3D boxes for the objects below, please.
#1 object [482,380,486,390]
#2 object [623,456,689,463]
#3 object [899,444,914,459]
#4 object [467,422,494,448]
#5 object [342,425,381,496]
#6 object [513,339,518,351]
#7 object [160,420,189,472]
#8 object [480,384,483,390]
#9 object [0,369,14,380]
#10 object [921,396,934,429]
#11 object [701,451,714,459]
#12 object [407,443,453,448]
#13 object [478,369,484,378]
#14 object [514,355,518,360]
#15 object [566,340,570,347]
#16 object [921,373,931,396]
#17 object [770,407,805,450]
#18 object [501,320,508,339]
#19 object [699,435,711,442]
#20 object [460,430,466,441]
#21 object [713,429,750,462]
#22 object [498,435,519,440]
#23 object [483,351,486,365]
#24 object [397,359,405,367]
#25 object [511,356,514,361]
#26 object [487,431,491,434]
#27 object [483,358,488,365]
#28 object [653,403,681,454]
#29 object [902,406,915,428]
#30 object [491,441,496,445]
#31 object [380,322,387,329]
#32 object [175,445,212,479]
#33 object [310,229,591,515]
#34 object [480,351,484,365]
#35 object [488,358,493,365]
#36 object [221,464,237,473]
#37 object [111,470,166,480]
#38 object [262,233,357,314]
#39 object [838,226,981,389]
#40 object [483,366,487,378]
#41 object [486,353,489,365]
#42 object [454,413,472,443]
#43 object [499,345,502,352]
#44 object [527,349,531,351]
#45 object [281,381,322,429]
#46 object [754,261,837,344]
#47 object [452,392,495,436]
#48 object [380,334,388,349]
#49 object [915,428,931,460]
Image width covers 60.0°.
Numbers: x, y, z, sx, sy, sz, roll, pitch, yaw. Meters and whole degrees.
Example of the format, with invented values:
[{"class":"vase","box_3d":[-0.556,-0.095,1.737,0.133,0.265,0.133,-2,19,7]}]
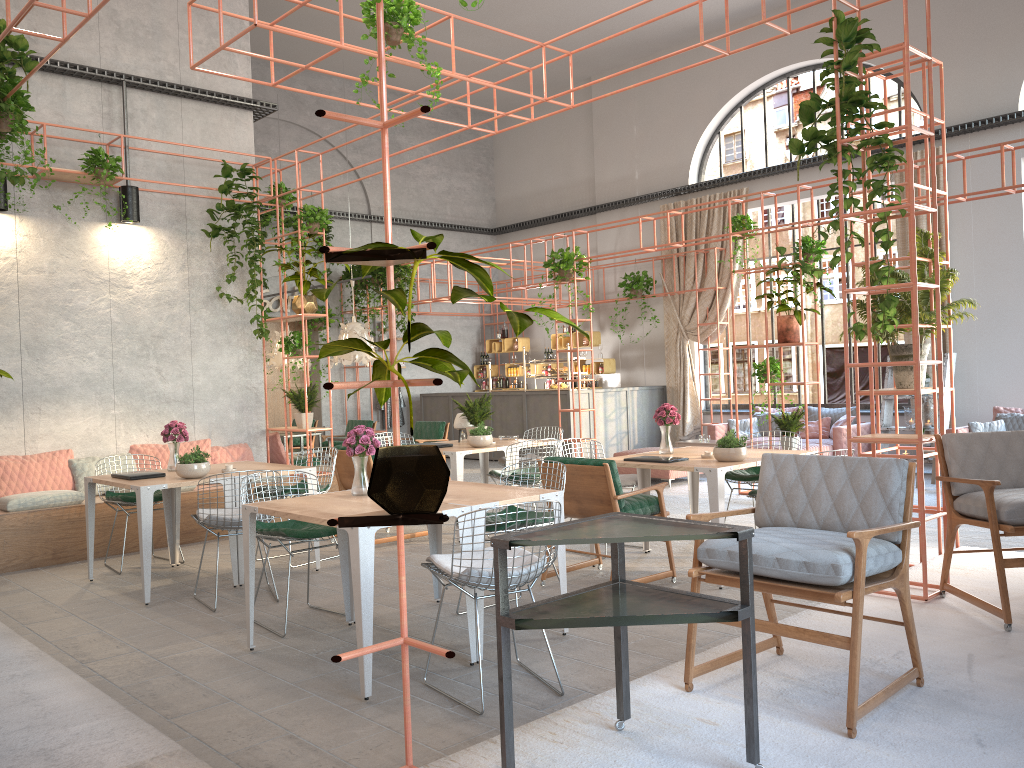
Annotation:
[{"class":"object","box_3d":[-0.590,0.016,18.751,0.070,0.209,0.070,-2,1,37]},{"class":"object","box_3d":[1.092,0.577,6.728,0.268,0.031,0.427,-3,1,-43]},{"class":"object","box_3d":[5.362,0.855,12.088,0.208,0.320,0.192,-3,1,-37]},{"class":"object","box_3d":[-0.311,0.484,8.524,0.248,0.247,0.254,-3,1,-43]},{"class":"object","box_3d":[-0.883,0.449,5.230,0.225,0.414,0.213,-2,1,40]},{"class":"object","box_3d":[0.095,-0.796,18.138,0.137,0.261,0.137,-2,0,-7]},{"class":"object","box_3d":[-2.746,0.503,7.239,0.225,0.414,0.213,-2,1,40]},{"class":"object","box_3d":[-0.639,0.057,18.823,0.073,0.131,0.073,-2,0,-18]},{"class":"object","box_3d":[-4.772,0.051,7.499,0.934,0.919,0.903,-2,0,19]},{"class":"object","box_3d":[5.611,0.380,11.962,0.216,0.430,0.219,-2,1,41]},{"class":"object","box_3d":[1.502,0.538,6.775,0.115,0.073,0.115,-2,1,41]},{"class":"object","box_3d":[-0.815,0.608,8.756,0.268,0.031,0.427,-3,1,-43]},{"class":"object","box_3d":[-0.648,-0.223,18.844,0.131,0.207,0.131,-2,0,2]},{"class":"object","box_3d":[0.077,-0.502,18.055,0.083,0.159,0.083,-2,1,-34]},{"class":"object","box_3d":[1.099,-0.765,16.967,0.123,0.142,0.141,-3,1,-43]},{"class":"object","box_3d":[5.621,-0.071,12.155,0.212,0.457,0.217,-2,1,-26]},{"class":"object","box_3d":[3.204,0.523,10.228,0.438,0.527,0.368,-3,1,-43]},{"class":"object","box_3d":[-0.149,-1.133,18.447,0.134,0.386,0.134,-2,0,-9]},{"class":"object","box_3d":[2.789,0.822,12.974,0.199,0.145,0.156,-2,1,-28]},{"class":"object","box_3d":[-0.441,0.527,9.416,0.210,0.154,0.165,-2,1,37]},{"class":"object","box_3d":[1.595,0.453,6.497,0.247,0.247,0.252,-3,1,-43]},{"class":"object","box_3d":[-0.034,0.565,9.344,0.218,0.041,0.218,-3,1,-34]},{"class":"object","box_3d":[-0.584,-0.550,18.855,0.066,0.291,0.066,-3,1,-36]},{"class":"object","box_3d":[-2.245,-0.413,17.619,0.219,0.149,0.129,-3,1,-43]},{"class":"object","box_3d":[0.015,-0.501,18.122,0.083,0.159,0.083,-2,1,-34]},{"class":"object","box_3d":[-0.269,0.535,9.283,0.095,0.119,0.095,-2,0,-19]},{"class":"object","box_3d":[-0.554,-0.478,18.735,0.115,0.147,0.115,-2,0,2]},{"class":"object","box_3d":[1.264,0.363,7.224,0.225,0.414,0.213,-2,1,40]},{"class":"object","box_3d":[5.476,0.450,12.157,0.223,0.297,0.223,-2,1,-24]},{"class":"object","box_3d":[-0.220,0.565,8.821,0.115,0.078,0.115,-3,1,-37]},{"class":"object","box_3d":[-2.522,-1.154,17.367,0.133,0.145,0.133,-2,0,9]},{"class":"object","box_3d":[-2.378,0.578,6.604,0.248,0.247,0.254,-3,1,-43]},{"class":"object","box_3d":[-0.257,-0.055,2.707,0.934,0.923,0.903,-2,0,14]},{"class":"object","box_3d":[-0.640,-0.547,18.802,0.066,0.291,0.066,-2,0,17]},{"class":"object","box_3d":[-0.457,-0.482,18.824,0.115,0.147,0.115,-2,0,2]},{"class":"object","box_3d":[-2.222,0.657,6.961,0.115,0.078,0.115,-3,1,-37]},{"class":"object","box_3d":[-2.882,0.703,6.836,0.268,0.031,0.427,-3,1,-43]},{"class":"object","box_3d":[-2.243,-1.239,9.843,0.934,0.947,0.903,-2,0,9]},{"class":"object","box_3d":[2.778,-0.520,6.222,0.894,1.100,0.900,-2,0,-14]},{"class":"object","box_3d":[-0.552,-0.252,18.721,0.072,0.248,0.094,-3,1,-43]},{"class":"object","box_3d":[-0.523,-0.552,18.909,0.066,0.291,0.066,-2,0,-3]},{"class":"object","box_3d":[-0.487,0.459,9.265,0.241,0.313,0.241,-2,0,2]},{"class":"object","box_3d":[-0.206,-0.727,18.374,0.123,0.142,0.141,-3,1,-43]},{"class":"object","box_3d":[0.344,-0.568,17.946,0.075,0.273,0.075,-2,0,13]},{"class":"object","box_3d":[-2.318,0.232,9.845,0.438,0.527,0.368,-3,1,-43]},{"class":"object","box_3d":[3.261,-0.946,10.198,0.923,0.946,0.924,-2,0,13]},{"class":"object","box_3d":[-0.362,0.339,8.964,0.438,0.527,0.368,-3,1,-43]},{"class":"object","box_3d":[-2.511,-0.850,17.380,0.136,0.336,0.145,-2,1,-29]},{"class":"object","box_3d":[5.506,0.777,11.887,0.236,0.464,0.225,-2,1,25]}]
